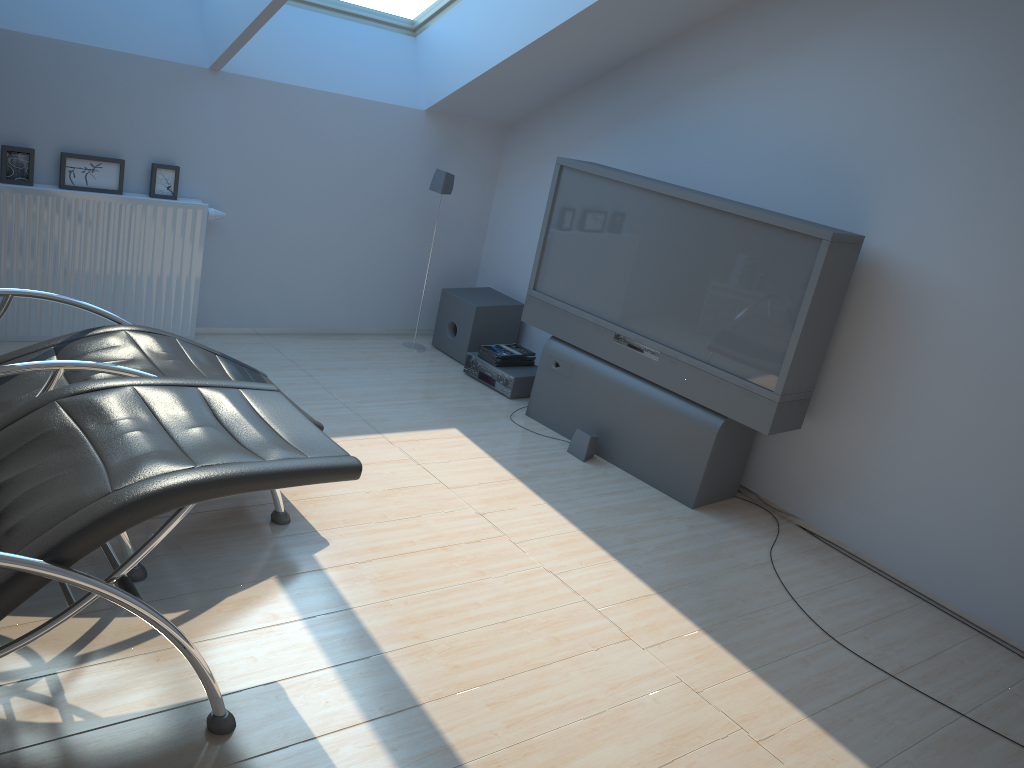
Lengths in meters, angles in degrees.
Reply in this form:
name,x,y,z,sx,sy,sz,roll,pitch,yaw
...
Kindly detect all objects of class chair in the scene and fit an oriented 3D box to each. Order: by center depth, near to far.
name,x,y,z,sx,sy,sz,roll,pitch,yaw
chair,-1.440,0.341,2.016,2.114,0.953,0.836,-3,23,-39
chair,-1.600,-0.170,2.988,1.938,1.251,0.836,-3,23,-39

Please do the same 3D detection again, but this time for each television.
name,x,y,z,sx,sy,sz,roll,pitch,yaw
television,0.772,-0.288,4.662,0.400,1.446,1.686,-5,25,-44

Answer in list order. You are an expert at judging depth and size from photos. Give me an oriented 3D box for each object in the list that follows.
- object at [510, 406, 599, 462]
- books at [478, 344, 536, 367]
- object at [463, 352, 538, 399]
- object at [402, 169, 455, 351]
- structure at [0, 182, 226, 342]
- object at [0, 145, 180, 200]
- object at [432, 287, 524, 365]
name,x,y,z,sx,sy,sz,roll,pitch,yaw
object,0.183,0.132,5.126,0.394,0.141,1.163,9,18,-12
books,-0.435,0.490,3.462,1.045,0.222,4.790,17,18,15
object,-0.027,-0.067,5.575,0.358,0.138,0.450,-5,25,-44
object,-0.537,-0.794,5.761,0.158,1.181,0.160,-3,23,-39
structure,-2.208,-0.622,4.717,1.324,0.800,0.120,-3,23,-39
object,-2.150,-1.081,4.569,0.846,0.180,0.030,-3,23,-39
object,-0.234,-0.400,5.975,0.401,0.424,0.400,-3,23,-39
